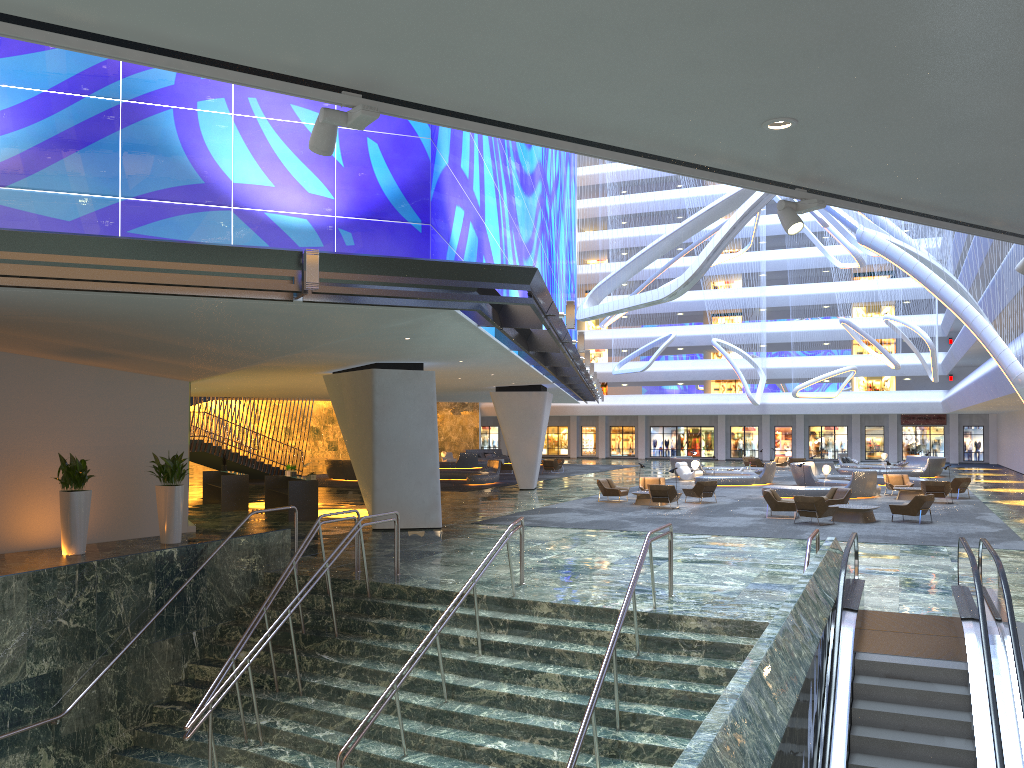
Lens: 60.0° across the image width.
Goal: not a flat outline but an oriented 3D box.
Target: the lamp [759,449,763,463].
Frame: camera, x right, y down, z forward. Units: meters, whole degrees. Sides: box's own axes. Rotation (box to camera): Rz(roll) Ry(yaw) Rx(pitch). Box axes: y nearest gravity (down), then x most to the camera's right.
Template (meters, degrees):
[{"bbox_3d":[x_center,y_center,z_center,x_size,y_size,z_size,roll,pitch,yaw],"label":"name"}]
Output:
[{"bbox_3d":[14.129,4.329,50.128,0.202,1.300,0.384,0,-1,-14],"label":"lamp"}]

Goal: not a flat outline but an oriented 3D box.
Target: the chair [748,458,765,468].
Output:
[{"bbox_3d":[14.001,4.613,50.444,0.939,0.766,0.930,1,-2,-25],"label":"chair"}]

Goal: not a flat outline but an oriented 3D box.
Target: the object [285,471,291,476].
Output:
[{"bbox_3d":[-6.651,2.667,26.392,0.150,0.145,0.150,1,-2,-33],"label":"object"}]

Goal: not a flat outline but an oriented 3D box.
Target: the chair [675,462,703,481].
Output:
[{"bbox_3d":[8.389,4.145,41.958,1.157,0.881,0.729,-2,-2,43],"label":"chair"}]

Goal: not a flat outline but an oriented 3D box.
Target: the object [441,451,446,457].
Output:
[{"bbox_3d":[-4.390,4.505,56.987,0.367,0.387,0.318,-1,-2,31],"label":"object"}]

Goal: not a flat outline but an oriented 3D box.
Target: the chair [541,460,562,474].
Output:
[{"bbox_3d":[2.116,4.499,48.080,0.929,0.766,0.939,-1,-2,22],"label":"chair"}]

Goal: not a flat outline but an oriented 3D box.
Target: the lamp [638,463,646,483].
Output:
[{"bbox_3d":[4.524,3.404,31.021,0.202,1.300,0.384,-1,-1,40],"label":"lamp"}]

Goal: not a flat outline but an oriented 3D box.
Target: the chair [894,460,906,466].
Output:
[{"bbox_3d":[21.798,4.548,49.091,0.929,0.766,0.939,1,-2,-33],"label":"chair"}]

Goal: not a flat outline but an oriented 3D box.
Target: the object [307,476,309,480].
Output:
[{"bbox_3d":[-5.623,2.599,24.624,0.111,0.108,0.108,1,-2,-32],"label":"object"}]

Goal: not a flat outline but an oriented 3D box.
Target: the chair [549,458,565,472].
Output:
[{"bbox_3d":[2.427,4.592,50.020,0.939,0.766,0.930,1,-2,-28],"label":"chair"}]

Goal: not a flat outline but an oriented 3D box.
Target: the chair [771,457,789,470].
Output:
[{"bbox_3d":[16.073,4.740,53.078,0.930,0.766,0.939,-2,-3,42],"label":"chair"}]

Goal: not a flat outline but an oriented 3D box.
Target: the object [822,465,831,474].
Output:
[{"bbox_3d":[12.927,3.509,36.409,0.367,0.387,0.318,-1,-2,31],"label":"object"}]

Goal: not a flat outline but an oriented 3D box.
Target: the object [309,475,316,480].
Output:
[{"bbox_3d":[-5.495,2.569,24.413,0.149,0.149,0.149,1,-2,-32],"label":"object"}]

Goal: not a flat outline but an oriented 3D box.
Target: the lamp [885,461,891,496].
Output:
[{"bbox_3d":[13.989,3.499,32.993,0.202,1.300,0.384,-1,-1,40],"label":"lamp"}]

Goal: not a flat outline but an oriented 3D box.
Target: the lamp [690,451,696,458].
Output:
[{"bbox_3d":[9.329,4.116,45.732,0.384,1.300,0.202,0,-1,17],"label":"lamp"}]

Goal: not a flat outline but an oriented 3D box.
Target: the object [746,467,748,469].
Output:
[{"bbox_3d":[11.864,4.254,44.738,0.071,0.118,0.151,-1,-2,34],"label":"object"}]

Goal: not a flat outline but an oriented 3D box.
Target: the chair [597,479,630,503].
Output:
[{"bbox_3d":[3.435,3.635,30.238,0.939,0.766,0.930,-1,-2,32],"label":"chair"}]

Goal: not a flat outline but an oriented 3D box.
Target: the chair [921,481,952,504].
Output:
[{"bbox_3d":[14.218,3.610,29.712,0.929,0.766,0.939,-1,-2,30],"label":"chair"}]

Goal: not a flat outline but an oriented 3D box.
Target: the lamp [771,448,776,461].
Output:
[{"bbox_3d":[15.702,4.480,53.258,0.384,1.300,0.202,0,-1,-15],"label":"lamp"}]

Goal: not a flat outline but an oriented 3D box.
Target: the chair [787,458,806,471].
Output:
[{"bbox_3d":[16.438,4.647,51.148,0.929,0.766,0.939,0,-2,2],"label":"chair"}]

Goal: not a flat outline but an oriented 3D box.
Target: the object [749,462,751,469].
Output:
[{"bbox_3d":[12.013,4.137,44.773,0.066,0.355,0.076,0,-1,-9],"label":"object"}]

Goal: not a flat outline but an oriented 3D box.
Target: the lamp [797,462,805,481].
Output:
[{"bbox_3d":[10.300,3.425,31.464,0.384,1.300,0.202,-1,-1,41],"label":"lamp"}]

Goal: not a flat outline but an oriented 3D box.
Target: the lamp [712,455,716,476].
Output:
[{"bbox_3d":[9.188,3.852,40.278,0.202,1.300,0.384,0,-1,-1],"label":"lamp"}]

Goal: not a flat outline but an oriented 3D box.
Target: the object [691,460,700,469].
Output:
[{"bbox_3d":[8.499,3.734,41.059,0.367,0.387,0.318,0,-2,6],"label":"object"}]

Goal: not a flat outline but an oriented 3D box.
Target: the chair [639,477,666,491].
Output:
[{"bbox_3d":[4.929,3.676,31.086,0.929,0.766,0.939,0,-2,7],"label":"chair"}]

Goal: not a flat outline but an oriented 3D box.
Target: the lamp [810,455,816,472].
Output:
[{"bbox_3d":[13.314,3.797,39.143,0.384,1.300,0.202,-1,-1,41],"label":"lamp"}]

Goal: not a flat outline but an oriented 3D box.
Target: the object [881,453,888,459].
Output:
[{"bbox_3d":[22.394,4.336,53.322,0.367,0.387,0.318,0,-2,6],"label":"object"}]

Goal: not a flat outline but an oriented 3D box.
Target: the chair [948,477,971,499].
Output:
[{"bbox_3d":[15.805,3.706,31.691,0.929,0.766,0.939,1,-2,-33],"label":"chair"}]

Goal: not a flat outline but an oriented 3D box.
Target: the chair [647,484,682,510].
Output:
[{"bbox_3d":[4.752,3.514,27.740,0.929,0.766,0.939,-1,-2,30],"label":"chair"}]

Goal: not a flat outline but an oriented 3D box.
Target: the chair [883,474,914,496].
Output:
[{"bbox_3d":[14.395,3.772,33.058,0.929,0.766,0.939,0,-2,7],"label":"chair"}]

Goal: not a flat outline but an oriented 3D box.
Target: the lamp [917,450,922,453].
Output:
[{"bbox_3d":[21.943,4.209,47.663,0.384,1.300,0.202,0,-1,23],"label":"lamp"}]

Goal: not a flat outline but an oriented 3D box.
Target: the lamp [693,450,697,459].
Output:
[{"bbox_3d":[9.883,4.229,48.081,0.202,1.300,0.384,0,-1,-22],"label":"lamp"}]

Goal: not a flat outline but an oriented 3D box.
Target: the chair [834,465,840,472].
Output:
[{"bbox_3d":[17.979,4.694,49.390,0.491,0.501,0.587,1,-2,-32],"label":"chair"}]

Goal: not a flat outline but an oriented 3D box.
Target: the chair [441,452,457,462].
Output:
[{"bbox_3d":[-4.107,4.914,57.848,0.729,0.881,1.158,1,-2,-22],"label":"chair"}]

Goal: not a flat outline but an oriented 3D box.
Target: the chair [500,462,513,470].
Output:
[{"bbox_3d":[-0.415,4.507,48.245,0.938,0.766,0.930,0,-2,-5],"label":"chair"}]

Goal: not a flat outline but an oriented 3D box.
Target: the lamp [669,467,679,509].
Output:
[{"bbox_3d":[5.041,3.236,27.555,0.384,1.300,0.202,-1,-1,41],"label":"lamp"}]

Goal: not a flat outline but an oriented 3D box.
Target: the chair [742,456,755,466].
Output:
[{"bbox_3d":[14.363,4.749,53.245,0.929,0.766,0.939,1,-2,-23],"label":"chair"}]

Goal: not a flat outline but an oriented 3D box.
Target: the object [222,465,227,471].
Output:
[{"bbox_3d":[-9.537,2.792,29.389,0.158,0.181,0.158,1,-2,-21],"label":"object"}]

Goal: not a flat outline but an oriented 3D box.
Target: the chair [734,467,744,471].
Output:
[{"bbox_3d":[11.047,4.492,45.202,1.784,0.501,0.586,1,-2,-12],"label":"chair"}]

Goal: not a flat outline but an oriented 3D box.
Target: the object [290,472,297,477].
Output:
[{"bbox_3d":[-6.421,2.650,26.055,0.150,0.145,0.150,1,-2,-33],"label":"object"}]

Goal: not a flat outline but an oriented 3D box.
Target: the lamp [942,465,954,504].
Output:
[{"bbox_3d":[14.506,3.332,29.527,0.384,1.300,0.202,-1,-1,41],"label":"lamp"}]

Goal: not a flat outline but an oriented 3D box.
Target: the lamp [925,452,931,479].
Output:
[{"bbox_3d":[20.571,4.024,43.844,0.202,1.300,0.384,0,-1,-17],"label":"lamp"}]
